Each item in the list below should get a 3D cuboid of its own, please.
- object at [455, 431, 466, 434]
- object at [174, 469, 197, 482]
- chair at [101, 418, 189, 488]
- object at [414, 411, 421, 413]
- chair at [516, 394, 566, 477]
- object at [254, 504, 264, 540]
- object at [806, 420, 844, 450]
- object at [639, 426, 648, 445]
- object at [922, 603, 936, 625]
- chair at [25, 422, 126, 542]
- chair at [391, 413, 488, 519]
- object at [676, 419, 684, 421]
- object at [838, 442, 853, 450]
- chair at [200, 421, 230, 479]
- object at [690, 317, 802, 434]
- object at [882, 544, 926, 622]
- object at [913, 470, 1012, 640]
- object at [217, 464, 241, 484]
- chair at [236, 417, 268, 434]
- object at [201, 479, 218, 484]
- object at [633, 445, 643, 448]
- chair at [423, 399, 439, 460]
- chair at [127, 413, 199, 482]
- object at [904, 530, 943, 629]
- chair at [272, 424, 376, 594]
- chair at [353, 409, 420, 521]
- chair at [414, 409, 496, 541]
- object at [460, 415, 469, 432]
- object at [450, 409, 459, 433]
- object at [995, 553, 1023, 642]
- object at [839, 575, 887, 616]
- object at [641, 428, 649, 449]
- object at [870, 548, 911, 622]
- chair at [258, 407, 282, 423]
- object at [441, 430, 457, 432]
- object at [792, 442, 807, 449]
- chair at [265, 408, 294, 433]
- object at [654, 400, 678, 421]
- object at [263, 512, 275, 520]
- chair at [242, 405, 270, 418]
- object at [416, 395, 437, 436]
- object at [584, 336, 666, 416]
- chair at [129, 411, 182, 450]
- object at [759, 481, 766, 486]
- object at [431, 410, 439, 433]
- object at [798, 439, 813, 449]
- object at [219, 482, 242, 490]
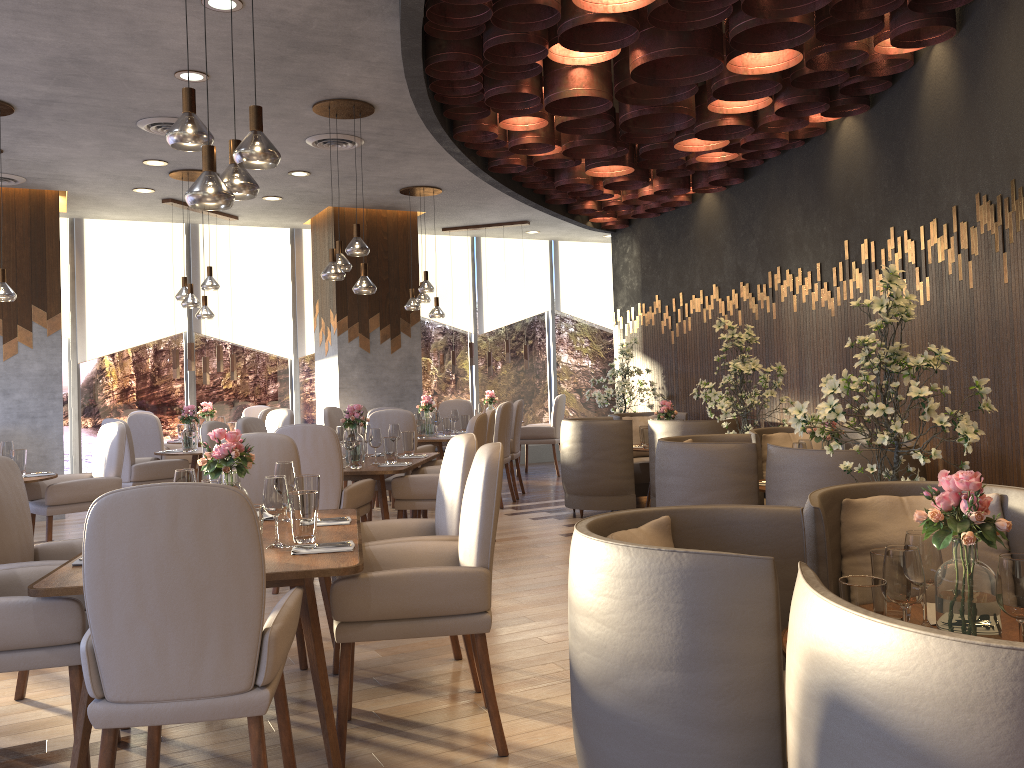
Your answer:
[{"bbox_3d":[-0.497,0.503,9.265,0.255,0.019,0.157,-2,0,17],"label":"object"},{"bbox_3d":[-1.271,0.456,3.450,0.092,0.245,0.092,-2,-1,8],"label":"object"},{"bbox_3d":[-3.189,0.781,7.676,0.528,1.001,0.600,-3,-1,39],"label":"chair"},{"bbox_3d":[-0.994,0.406,9.381,0.092,0.245,0.092,-3,-2,40],"label":"object"},{"bbox_3d":[0.382,0.637,11.136,0.599,1.001,0.528,-2,-1,16],"label":"chair"},{"bbox_3d":[-0.843,0.478,2.827,0.102,0.178,0.102,-1,-1,-33],"label":"object"},{"bbox_3d":[1.779,0.360,5.029,0.198,0.416,0.210,-2,-1,-15],"label":"object"},{"bbox_3d":[1.224,0.476,8.170,0.102,0.178,0.102,-2,-1,-2],"label":"object"},{"bbox_3d":[1.158,0.598,2.297,0.157,0.019,0.255,-2,0,19],"label":"object"},{"bbox_3d":[-3.103,0.787,6.347,0.528,1.001,0.600,-3,-1,44],"label":"chair"},{"bbox_3d":[-0.453,0.701,5.907,0.599,1.001,0.528,-2,-1,9],"label":"chair"},{"bbox_3d":[1.494,0.436,7.848,0.092,0.245,0.092,-2,-1,13],"label":"object"},{"bbox_3d":[1.842,0.445,4.879,0.092,0.245,0.092,-3,-2,36],"label":"object"},{"bbox_3d":[-1.780,0.744,6.065,0.599,1.001,0.528,-2,-1,4],"label":"chair"},{"bbox_3d":[1.714,0.314,6.437,0.788,1.618,0.746,-2,-1,-1],"label":"object"},{"bbox_3d":[0.900,0.496,2.033,0.092,0.245,0.092,-1,-2,-44],"label":"object"},{"bbox_3d":[1.045,0.405,2.055,0.198,0.416,0.210,-2,-1,-5],"label":"object"},{"bbox_3d":[-1.148,0.451,3.602,0.092,0.245,0.092,-2,-1,-11],"label":"object"},{"bbox_3d":[-1.711,0.738,6.626,0.599,1.001,0.528,-2,-1,9],"label":"chair"},{"bbox_3d":[-1.231,0.486,3.671,0.102,0.178,0.102,-2,-1,-7],"label":"object"},{"bbox_3d":[1.130,0.561,7.958,0.255,0.019,0.157,-2,0,-5],"label":"object"},{"bbox_3d":[-0.847,0.676,11.509,0.599,1.001,0.528,-2,-1,15],"label":"chair"},{"bbox_3d":[-3.563,0.784,9.040,0.528,1.001,0.599,-2,-1,23],"label":"chair"},{"bbox_3d":[1.022,0.491,2.200,0.092,0.245,0.092,-2,-1,22],"label":"object"},{"bbox_3d":[-1.161,0.728,5.441,0.528,1.001,0.599,-2,-1,9],"label":"chair"},{"bbox_3d":[-1.004,0.711,7.102,0.528,1.001,0.599,-2,-1,4],"label":"chair"},{"bbox_3d":[-0.405,0.695,6.474,0.599,1.001,0.528,-2,-1,2],"label":"chair"},{"bbox_3d":[-0.502,0.422,9.434,0.102,0.178,0.102,-3,-1,43],"label":"object"},{"bbox_3d":[-0.606,0.393,9.397,0.092,0.245,0.092,-1,-1,-31],"label":"object"},{"bbox_3d":[1.088,0.491,1.895,0.092,0.245,0.092,-2,-1,-5],"label":"object"},{"bbox_3d":[0.796,0.533,2.003,0.102,0.178,0.102,-2,-1,17],"label":"object"},{"bbox_3d":[1.191,0.480,7.807,0.102,0.178,0.102,-2,-1,21],"label":"object"},{"bbox_3d":[0.989,0.524,2.303,0.102,0.178,0.102,-1,-1,-25],"label":"object"},{"bbox_3d":[-2.752,0.754,9.433,0.599,1.001,0.528,-2,-1,20],"label":"chair"},{"bbox_3d":[-0.691,0.507,9.572,0.157,0.019,0.255,-2,0,13],"label":"object"},{"bbox_3d":[1.619,0.452,4.980,0.092,0.245,0.092,-3,-1,32],"label":"object"},{"bbox_3d":[-2.430,0.749,8.555,0.528,1.001,0.600,-3,-1,40],"label":"chair"},{"bbox_3d":[1.398,0.353,7.986,0.210,0.416,0.198,-3,-1,40],"label":"object"},{"bbox_3d":[-1.085,0.560,3.754,0.157,0.019,0.255,-2,0,-13],"label":"object"},{"bbox_3d":[-3.077,0.760,10.237,0.528,1.001,0.599,-2,-1,20],"label":"chair"},{"bbox_3d":[-0.871,0.321,9.129,0.210,0.416,0.198,-3,-1,40],"label":"object"},{"bbox_3d":[1.156,0.314,9.210,0.746,1.618,0.787,-1,-1,-21],"label":"object"},{"bbox_3d":[-3.883,0.790,9.818,0.599,1.001,0.528,-2,-1,16],"label":"chair"},{"bbox_3d":[1.508,0.567,5.097,0.255,0.019,0.157,-2,0,12],"label":"object"},{"bbox_3d":[-0.816,0.399,9.462,0.092,0.245,0.092,-2,-1,-7],"label":"object"},{"bbox_3d":[1.714,0.447,5.174,0.092,0.245,0.092,-1,-1,-33],"label":"object"},{"bbox_3d":[-0.922,0.448,2.904,0.092,0.245,0.092,-2,-1,-6],"label":"object"}]
